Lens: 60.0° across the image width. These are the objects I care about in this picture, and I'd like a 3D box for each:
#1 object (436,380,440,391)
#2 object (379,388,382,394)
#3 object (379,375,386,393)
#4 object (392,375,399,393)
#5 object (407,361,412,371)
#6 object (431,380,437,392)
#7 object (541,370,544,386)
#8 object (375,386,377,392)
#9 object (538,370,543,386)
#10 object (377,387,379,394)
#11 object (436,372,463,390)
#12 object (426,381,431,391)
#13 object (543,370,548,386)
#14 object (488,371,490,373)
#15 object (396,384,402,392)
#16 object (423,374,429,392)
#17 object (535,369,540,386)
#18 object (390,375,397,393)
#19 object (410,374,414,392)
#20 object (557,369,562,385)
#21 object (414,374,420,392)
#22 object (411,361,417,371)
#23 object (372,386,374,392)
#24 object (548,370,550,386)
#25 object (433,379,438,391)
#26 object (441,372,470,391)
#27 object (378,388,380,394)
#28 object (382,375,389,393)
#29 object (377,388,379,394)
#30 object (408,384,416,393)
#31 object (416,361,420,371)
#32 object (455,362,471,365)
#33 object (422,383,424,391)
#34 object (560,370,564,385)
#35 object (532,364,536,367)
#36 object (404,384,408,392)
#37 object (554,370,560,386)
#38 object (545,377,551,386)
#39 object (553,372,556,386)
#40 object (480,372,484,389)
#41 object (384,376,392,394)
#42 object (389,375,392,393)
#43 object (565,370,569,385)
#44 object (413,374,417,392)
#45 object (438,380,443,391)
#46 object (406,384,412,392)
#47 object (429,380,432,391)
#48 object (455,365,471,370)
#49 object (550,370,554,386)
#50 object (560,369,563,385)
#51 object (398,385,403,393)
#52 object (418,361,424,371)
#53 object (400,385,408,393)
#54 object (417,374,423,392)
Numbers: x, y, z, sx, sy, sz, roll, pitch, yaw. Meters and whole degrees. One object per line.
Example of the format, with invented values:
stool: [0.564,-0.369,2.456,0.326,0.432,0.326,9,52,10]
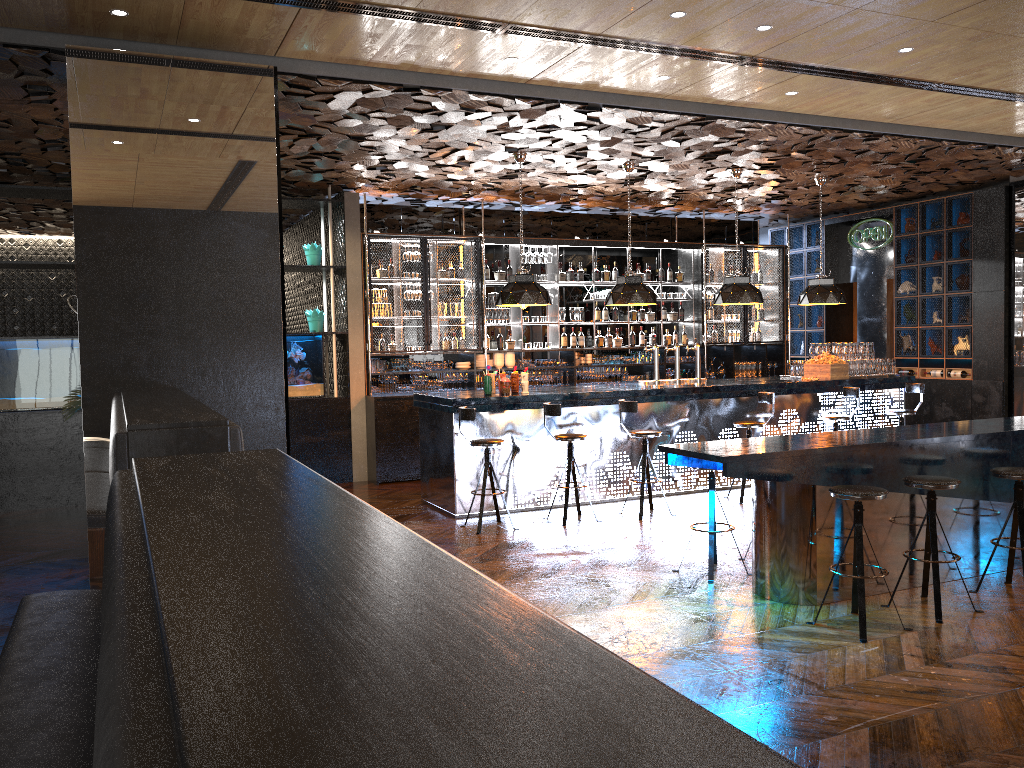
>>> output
object: [-0.974,0.015,11.677,0.065,0.146,0.074,-1,3,-1]
object: [-1.658,0.089,11.181,0.034,0.080,0.034,-2,3,-11]
object: [-1.676,0.000,11.467,0.091,0.227,0.091,-2,3,-21]
object: [-1.485,0.005,11.284,0.091,0.227,0.091,-1,3,-1]
object: [-1.330,-0.234,11.567,0.081,0.132,0.081,1,3,38]
object: [-1.015,0.023,11.537,0.065,0.146,0.074,1,4,42]
object: [0.430,-0.084,12.272,0.071,0.226,0.071,1,3,38]
object: [-1.719,0.081,11.198,0.031,0.098,0.031,-1,3,15]
object: [0.396,-0.088,12.359,0.071,0.226,0.071,1,3,38]
object: [-1.714,0.085,11.301,0.034,0.080,0.034,-2,3,-15]
object: [-0.820,-0.038,11.888,0.376,0.227,0.186,-3,3,-26]
object: [-1.099,0.016,11.720,0.065,0.146,0.074,-1,3,5]
object: [0.466,-0.081,12.196,0.071,0.226,0.071,1,3,38]
object: [-0.327,-0.052,11.920,0.073,0.229,0.073,-3,3,-35]
object: [-1.466,0.055,11.523,0.093,0.101,0.093,-3,3,-38]
object: [-1.124,-0.016,11.523,0.088,0.229,0.077,-3,3,-25]
object: [0.354,-0.090,12.426,0.071,0.226,0.071,1,3,38]
object: [-1.526,0.001,11.380,0.091,0.227,0.091,0,3,29]
object: [-1.292,-0.018,11.644,0.088,0.229,0.077,1,4,40]
object: [0.670,-0.097,12.516,0.071,0.217,0.071,-2,3,-16]
object: [-1.218,-0.012,11.486,0.077,0.229,0.088,0,3,26]
object: [-1.269,-0.229,11.434,0.081,0.132,0.081,1,3,38]
object: [-1.748,0.083,11.165,0.033,0.101,0.033,-1,3,0]
object: [0.516,-0.086,12.263,0.071,0.226,0.071,1,3,38]
object: [-1.012,0.011,11.772,0.074,0.146,0.065,-1,3,-2]
object: [-0.740,-0.031,11.710,0.376,0.227,0.186,-3,3,-26]
object: [-1.676,0.088,11.221,0.034,0.080,0.034,0,3,30]
object: [-1.614,0.004,11.348,0.091,0.227,0.091,-1,3,15]
object: [-1.697,0.086,11.265,0.034,0.080,0.034,1,3,33]
object: [-1.282,0.058,11.376,0.093,0.101,0.093,0,3,29]
object: [-1.225,-0.235,11.528,0.081,0.132,0.081,1,3,38]
object: [-0.645,-0.262,11.715,0.211,0.060,0.209,0,3,20]
object: [-1.171,-0.020,11.637,0.088,0.229,0.077,-2,3,-23]
object: [0.699,-0.090,12.351,0.071,0.217,0.071,-2,3,-16]
object: [0.300,-0.254,12.112,0.049,0.048,0.044,0,3,19]
object: [-1.368,0.051,11.564,0.093,0.101,0.093,-2,3,-9]
object: [0.627,-0.084,12.258,0.092,0.218,0.092,0,3,27]
object: [0.497,-0.085,12.347,0.092,0.218,0.092,0,3,27]
object: [0.597,-0.088,12.363,0.092,0.218,0.092,0,3,27]
object: [-0.404,-0.052,11.957,0.073,0.229,0.073,-3,3,-35]
object: [-1.572,0.008,11.248,0.091,0.227,0.091,0,3,28]
object: [-1.570,-0.003,11.488,0.091,0.227,0.091,0,3,29]
object: [0.772,-0.091,12.341,0.071,0.217,0.071,-2,3,-16]
object: [-1.255,-0.014,11.559,0.077,0.229,0.088,-2,3,-8]
object: [-0.930,0.019,11.580,0.074,0.146,0.065,-3,3,-30]
object: [-1.331,0.055,11.470,0.093,0.101,0.093,-1,3,-3]
object: [-1.059,0.019,11.631,0.065,0.146,0.074,-2,3,-12]
object: [-0.646,-0.221,11.717,0.209,0.060,0.211,0,3,25]
object: [0.549,-0.083,12.189,0.071,0.226,0.071,1,3,38]
object: [0.692,-0.094,12.438,0.071,0.217,0.071,-2,3,-16]
object: [-1.424,0.059,11.427,0.093,0.101,0.093,0,3,27]
object: [-1.173,-0.231,11.420,0.081,0.132,0.081,1,3,38]
object: [-1.381,0.063,11.331,0.093,0.101,0.093,1,3,34]
object: [-1.182,-0.008,11.403,0.088,0.229,0.077,-2,3,-11]
